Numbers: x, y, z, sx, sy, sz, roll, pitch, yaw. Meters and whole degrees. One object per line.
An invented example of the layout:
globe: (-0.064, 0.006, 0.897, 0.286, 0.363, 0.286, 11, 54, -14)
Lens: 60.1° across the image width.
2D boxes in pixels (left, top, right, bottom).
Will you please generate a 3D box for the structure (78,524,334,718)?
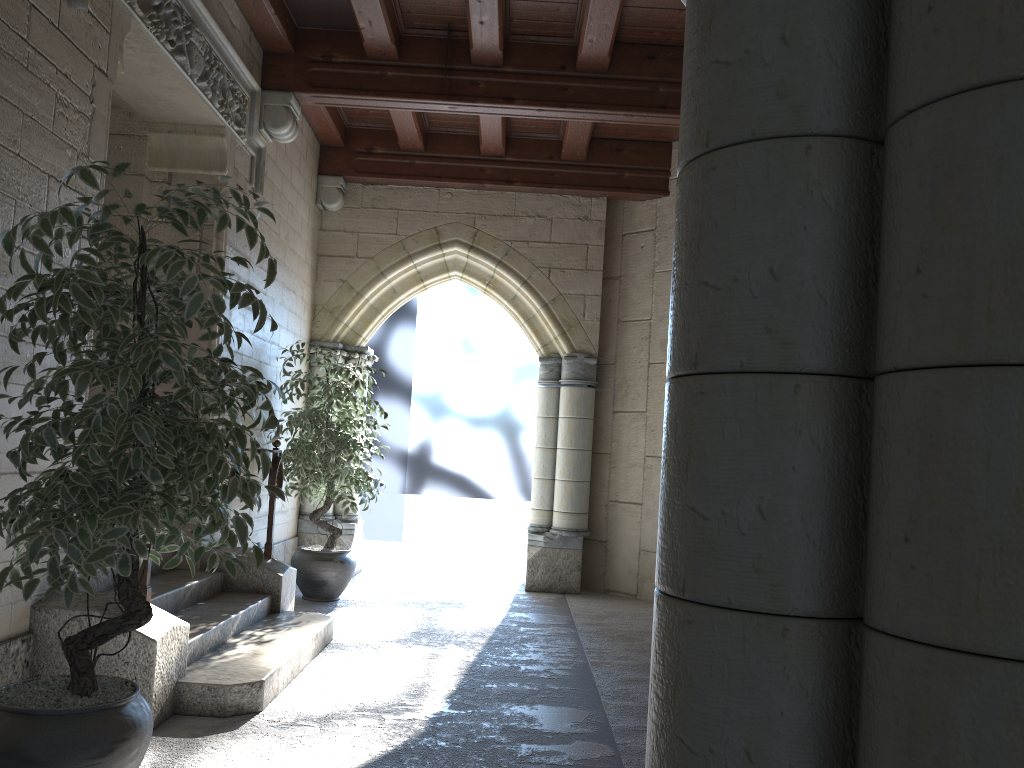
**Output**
structure: (-2.153, 0.748, 3.815, 2.573, 0.808, 1.465, 3, -4, 0)

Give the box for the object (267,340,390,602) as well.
object: (-1.171, 0.551, 5.594, 0.787, 1.614, 0.752, 4, -3, -4)

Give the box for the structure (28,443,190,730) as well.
structure: (-1.578, 0.496, 3.127, 0.888, 1.259, 0.477, 3, -3, 0)

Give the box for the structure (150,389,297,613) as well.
structure: (-1.579, 0.615, 4.536, 0.888, 1.259, 0.474, 3, -3, 0)

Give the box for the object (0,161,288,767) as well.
object: (-0.968, 0.280, 2.246, 0.786, 1.614, 0.753, 2, -3, 31)
